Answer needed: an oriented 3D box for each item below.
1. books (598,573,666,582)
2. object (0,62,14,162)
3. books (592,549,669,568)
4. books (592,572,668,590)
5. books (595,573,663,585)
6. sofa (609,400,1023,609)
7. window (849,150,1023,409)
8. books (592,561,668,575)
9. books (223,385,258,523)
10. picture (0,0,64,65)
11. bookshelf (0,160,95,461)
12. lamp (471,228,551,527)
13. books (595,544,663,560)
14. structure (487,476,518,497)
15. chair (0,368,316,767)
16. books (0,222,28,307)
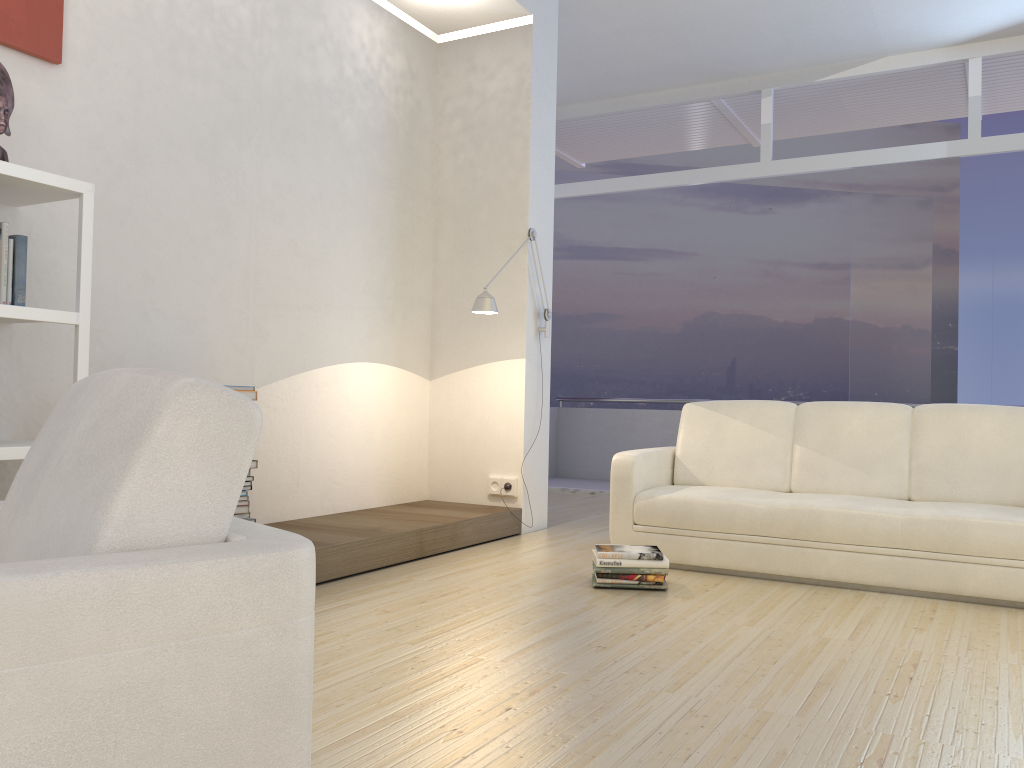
[{"bbox_3d":[0.549,0.854,4.015,0.287,0.025,0.247,1,-1,14],"label":"books"},{"bbox_3d":[-1.796,-0.929,3.050,0.133,0.409,0.138,2,-1,-14],"label":"object"},{"bbox_3d":[0.532,0.793,4.021,0.319,0.038,0.247,1,-1,0],"label":"books"},{"bbox_3d":[0.530,0.893,4.019,0.328,0.018,0.247,1,-1,4],"label":"books"},{"bbox_3d":[0.524,0.875,4.020,0.287,0.018,0.247,1,-1,3],"label":"books"},{"bbox_3d":[1.669,0.515,4.456,2.166,0.862,0.941,1,-1,29],"label":"sofa"},{"bbox_3d":[3.987,-0.354,6.313,2.988,2.706,0.012,1,-1,29],"label":"window"},{"bbox_3d":[0.531,0.826,4.021,0.328,0.027,0.247,1,-1,4],"label":"books"},{"bbox_3d":[-1.258,0.355,3.847,0.329,0.694,0.270,1,-1,29],"label":"books"},{"bbox_3d":[-2.563,-1.708,2.105,0.030,0.794,3.227,1,-1,29],"label":"picture"},{"bbox_3d":[-2.094,-0.042,2.563,0.465,1.396,1.599,1,-1,29],"label":"bookshelf"},{"bbox_3d":[-0.028,-0.040,5.275,0.204,1.841,0.891,1,-1,25],"label":"lamp"},{"bbox_3d":[0.527,0.762,4.022,0.287,0.025,0.247,1,-1,3],"label":"books"},{"bbox_3d":[-0.060,0.638,5.523,0.206,0.114,0.028,1,-1,29],"label":"structure"},{"bbox_3d":[-0.921,0.375,1.461,0.941,0.828,0.919,2,-2,-41],"label":"chair"},{"bbox_3d":[-1.926,-0.177,2.683,0.215,0.743,0.831,1,-1,29],"label":"books"}]
